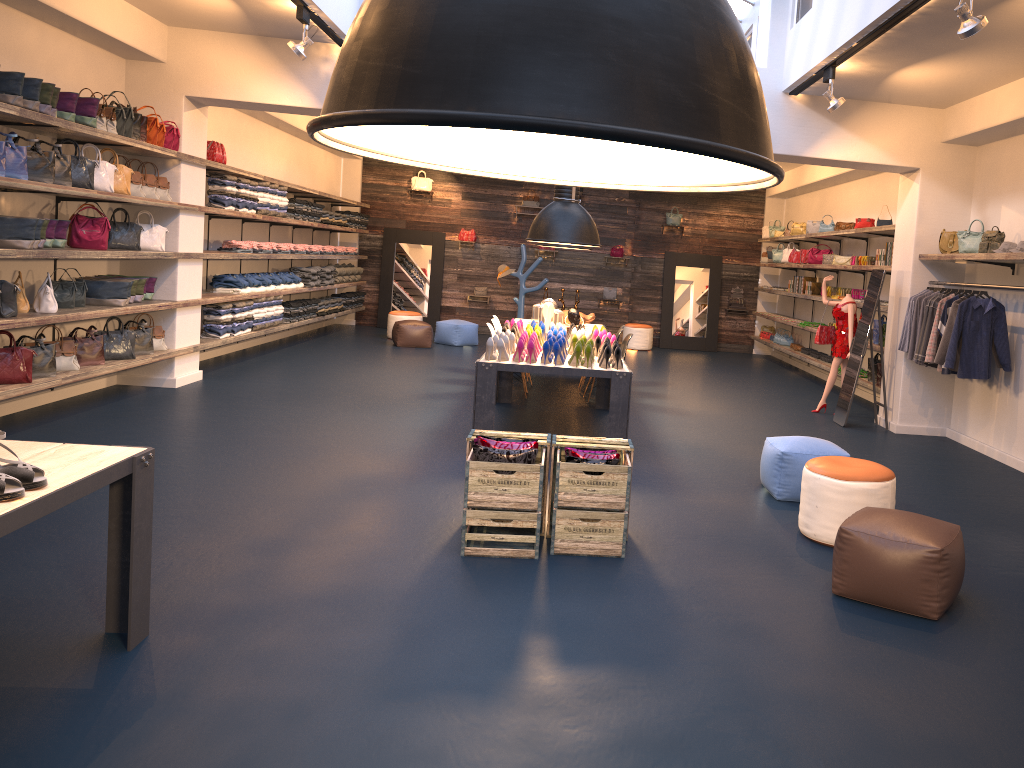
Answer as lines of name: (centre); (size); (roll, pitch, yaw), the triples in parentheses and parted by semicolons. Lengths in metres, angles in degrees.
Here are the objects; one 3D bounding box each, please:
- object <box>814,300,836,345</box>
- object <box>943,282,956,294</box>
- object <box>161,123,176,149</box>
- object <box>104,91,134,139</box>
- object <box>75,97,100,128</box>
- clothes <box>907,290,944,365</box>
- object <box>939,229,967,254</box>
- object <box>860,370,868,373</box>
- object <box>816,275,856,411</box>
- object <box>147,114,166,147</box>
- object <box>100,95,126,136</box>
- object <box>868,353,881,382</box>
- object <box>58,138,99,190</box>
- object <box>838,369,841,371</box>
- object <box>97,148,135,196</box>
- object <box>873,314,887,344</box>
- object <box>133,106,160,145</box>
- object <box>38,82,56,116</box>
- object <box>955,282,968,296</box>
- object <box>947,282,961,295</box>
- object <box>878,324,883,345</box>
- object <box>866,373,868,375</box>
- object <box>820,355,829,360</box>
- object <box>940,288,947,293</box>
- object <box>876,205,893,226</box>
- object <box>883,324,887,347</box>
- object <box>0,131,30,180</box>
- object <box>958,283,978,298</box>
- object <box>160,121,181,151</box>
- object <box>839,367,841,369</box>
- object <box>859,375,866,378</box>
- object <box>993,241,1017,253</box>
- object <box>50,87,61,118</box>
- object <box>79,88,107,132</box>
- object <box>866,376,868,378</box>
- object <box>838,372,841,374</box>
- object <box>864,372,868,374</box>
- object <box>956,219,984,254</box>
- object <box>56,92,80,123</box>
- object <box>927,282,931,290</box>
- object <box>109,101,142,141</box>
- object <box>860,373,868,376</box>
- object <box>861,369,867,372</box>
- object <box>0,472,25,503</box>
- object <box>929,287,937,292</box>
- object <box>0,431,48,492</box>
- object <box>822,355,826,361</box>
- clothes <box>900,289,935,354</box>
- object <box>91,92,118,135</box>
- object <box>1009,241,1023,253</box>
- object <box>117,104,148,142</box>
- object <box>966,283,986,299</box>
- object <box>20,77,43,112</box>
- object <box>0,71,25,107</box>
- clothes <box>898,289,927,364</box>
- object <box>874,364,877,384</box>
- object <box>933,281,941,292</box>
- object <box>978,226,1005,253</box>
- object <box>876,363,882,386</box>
object: (3.851, -0.755, 10.585); (0.342, 0.550, 0.084); (1, 5, -28)
object: (4.452, -0.928, 8.818); (0.437, 0.218, 0.010); (4, 4, -6)
object: (-3.345, -2.358, 8.257); (0.243, 0.282, 0.320); (8, 8, 35)
object: (-3.397, -2.309, 7.443); (0.301, 0.408, 0.133); (4, 4, -8)
object: (-3.430, -2.128, 6.770); (0.420, 0.234, 0.177); (4, 6, -2)
clothes: (4.456, -0.588, 9.139); (0.542, 0.797, 0.185); (3, 4, -10)
object: (4.607, -1.472, 9.044); (0.300, 0.282, 0.218); (8, 6, 26)
object: (4.725, -0.152, 11.597); (0.220, 0.053, 0.091); (9, 9, 29)
object: (3.927, -0.455, 10.360); (0.367, 1.655, 0.705); (2, 5, -21)
object: (-3.384, -2.366, 8.087); (0.274, 0.329, 0.210); (-1, 7, -43)
object: (-3.408, -2.262, 7.306); (0.301, 0.350, 0.133); (4, 5, -8)
object: (4.637, -0.206, 10.867); (0.367, 0.388, 0.184); (5, 5, 10)
object: (-3.482, -1.735, 6.828); (0.179, 0.383, 0.460); (8, 7, 37)
object: (4.503, -0.180, 11.850); (0.240, 0.057, 0.081); (3, 7, -10)
object: (-3.448, -1.820, 7.417); (0.179, 0.383, 0.460); (8, 7, 37)
object: (4.649, -0.673, 10.729); (0.367, 0.388, 0.184); (5, 5, 10)
object: (-3.391, -2.374, 7.954); (0.274, 0.383, 0.210); (-1, 7, -43)
object: (-3.495, -2.050, 6.205); (0.428, 0.234, 0.174); (3, 6, -9)
object: (4.451, -0.895, 8.587); (0.437, 0.218, 0.010); (4, 4, -6)
object: (4.446, -0.914, 8.721); (0.437, 0.218, 0.010); (4, 4, -6)
object: (4.622, -0.623, 10.557); (0.373, 0.337, 0.220); (5, 5, 3)
object: (4.712, -0.125, 11.391); (0.252, 0.072, 0.080); (1, 7, -27)
object: (4.772, -0.395, 13.181); (0.176, 0.087, 0.070); (8, 6, 22)
object: (4.462, -0.948, 8.958); (0.437, 0.218, 0.010); (4, 4, -6)
object: (4.637, -2.082, 10.785); (0.188, 0.278, 0.063); (7, 5, 29)
object: (4.579, -0.607, 10.359); (0.348, 0.354, 0.161); (4, 5, -5)
object: (-3.536, -1.594, 6.034); (0.201, 0.337, 0.406); (8, 7, 37)
object: (4.445, -0.877, 8.465); (0.437, 0.218, 0.010); (4, 4, -6)
object: (-3.350, -2.392, 8.357); (0.267, 0.309, 0.202); (0, 7, -39)
object: (4.601, -0.207, 11.901); (0.235, 0.067, 0.084); (5, 7, 2)
object: (4.465, -0.091, 11.230); (0.240, 0.057, 0.081); (3, 7, -10)
object: (4.514, -1.241, 7.928); (0.222, 0.124, 0.200); (10, 9, 35)
object: (-3.546, -2.081, 6.388); (0.423, 0.234, 0.176); (4, 6, -4)
object: (-3.430, -2.210, 6.969); (0.347, 0.333, 0.168); (5, 5, 7)
object: (4.635, -0.080, 11.248); (0.240, 0.057, 0.081); (3, 7, -10)
object: (4.492, -0.154, 11.670); (0.240, 0.057, 0.081); (3, 7, -10)
object: (4.744, -0.131, 11.479); (0.247, 0.074, 0.079); (2, 7, -19)
object: (4.640, -1.467, 8.697); (0.341, 0.365, 0.190); (8, 6, 34)
object: (-3.503, -2.104, 6.565); (0.428, 0.234, 0.174); (3, 6, -9)
object: (4.480, -0.997, 9.305); (0.437, 0.218, 0.010); (4, 4, -6)
object: (-3.448, -2.313, 7.617); (0.264, 0.336, 0.316); (9, 8, 41)
object: (4.562, -0.119, 11.280); (0.235, 0.067, 0.085); (5, 7, 2)
object: (4.761, -0.170, 11.738); (0.252, 0.067, 0.079); (1, 8, -26)
object: (-1.600, 0.230, 2.578); (0.283, 0.222, 0.118); (4, 5, -4)
object: (4.475, -0.987, 9.238); (0.437, 0.218, 0.010); (4, 4, -6)
object: (-1.596, 0.210, 2.710); (0.284, 0.222, 0.118); (4, 5, -5)
object: (4.768, -0.386, 13.114); (0.175, 0.087, 0.070); (8, 7, 26)
clothes: (4.428, -0.602, 9.274); (0.550, 0.810, 0.120); (4, 4, -6)
object: (-3.420, -2.234, 7.134); (0.347, 0.333, 0.168); (5, 5, 7)
object: (4.496, -1.198, 7.630); (0.222, 0.124, 0.200); (10, 9, 35)
object: (-3.458, -2.343, 7.805); (0.373, 0.337, 0.219); (5, 5, 3)
object: (4.424, -0.850, 8.281); (0.437, 0.218, 0.010); (4, 4, -6)
object: (-3.481, -2.024, 6.021); (0.431, 0.230, 0.173); (3, 6, -11)
object: (-3.492, -2.000, 5.850); (0.420, 0.230, 0.178); (4, 6, -2)
clothes: (4.432, -0.612, 9.341); (0.550, 0.810, 0.120); (4, 4, -6)
object: (4.610, -0.157, 10.695); (0.373, 0.337, 0.220); (5, 5, 3)
object: (4.472, -0.971, 9.118); (0.437, 0.218, 0.010); (4, 4, -6)
object: (4.591, -1.369, 8.310); (0.236, 0.282, 0.388); (6, 7, 17)
object: (4.566, -0.140, 10.497); (0.348, 0.354, 0.161); (4, 5, -5)
